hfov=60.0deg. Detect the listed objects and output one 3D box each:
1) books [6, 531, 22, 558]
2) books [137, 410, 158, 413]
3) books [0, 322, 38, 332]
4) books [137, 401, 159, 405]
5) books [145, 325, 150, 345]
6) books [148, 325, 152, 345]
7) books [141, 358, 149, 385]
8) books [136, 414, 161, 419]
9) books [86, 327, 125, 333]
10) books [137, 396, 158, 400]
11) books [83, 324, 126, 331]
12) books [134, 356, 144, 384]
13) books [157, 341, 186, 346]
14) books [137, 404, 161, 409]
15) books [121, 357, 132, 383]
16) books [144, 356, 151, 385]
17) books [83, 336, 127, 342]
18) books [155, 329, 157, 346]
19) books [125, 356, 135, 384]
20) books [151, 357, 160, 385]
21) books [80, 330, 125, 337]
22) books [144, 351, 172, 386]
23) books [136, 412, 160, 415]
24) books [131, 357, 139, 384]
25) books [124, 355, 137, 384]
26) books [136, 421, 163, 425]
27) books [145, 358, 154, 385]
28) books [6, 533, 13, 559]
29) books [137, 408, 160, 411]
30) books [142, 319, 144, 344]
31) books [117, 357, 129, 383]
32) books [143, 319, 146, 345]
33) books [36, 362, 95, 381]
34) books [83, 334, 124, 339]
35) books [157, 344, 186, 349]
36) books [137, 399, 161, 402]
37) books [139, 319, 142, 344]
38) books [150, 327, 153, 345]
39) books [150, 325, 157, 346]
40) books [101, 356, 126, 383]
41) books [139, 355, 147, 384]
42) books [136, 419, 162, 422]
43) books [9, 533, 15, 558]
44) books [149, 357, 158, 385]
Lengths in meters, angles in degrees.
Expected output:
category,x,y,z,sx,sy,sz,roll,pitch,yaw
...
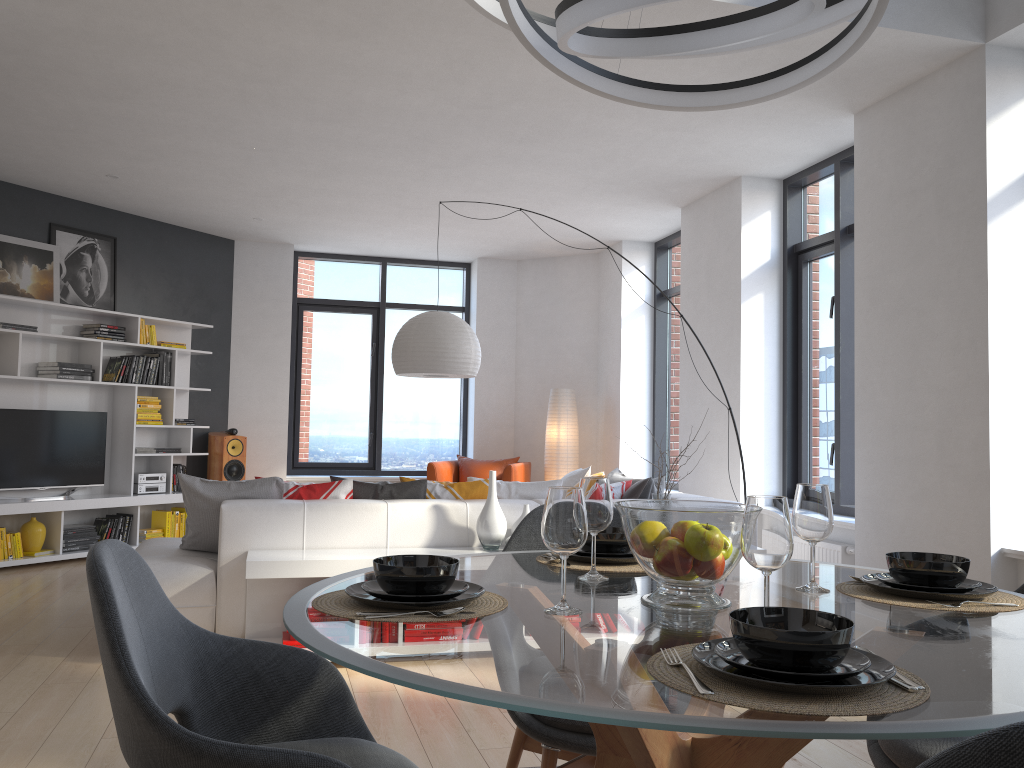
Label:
category,x,y,z,sx,sy,sz,roll,pitch,yaw
books,-3.783,1.217,6.726,0.148,0.193,0.067,-1,-4,31
books,-3.289,0.243,7.886,0.145,0.023,0.217,-1,-4,34
books,-3.884,-0.431,6.852,0.250,0.047,0.310,0,-4,25
books,-3.294,0.171,7.912,0.227,0.022,0.160,4,-4,-44
books,-3.260,-0.430,7.830,0.132,0.180,0.054,-1,-4,30
books,-3.244,-0.429,7.844,0.128,0.178,0.044,-1,-4,30
books,-3.280,-0.110,7.814,0.172,0.242,0.069,-1,-4,31
books,-3.289,0.290,7.896,0.189,0.042,0.243,-1,-4,30
books,-3.472,-0.454,7.569,0.180,0.026,0.246,-1,-4,32
books,-3.311,0.124,7.923,0.163,0.023,0.223,-1,-4,34
books,-3.482,-0.480,7.574,0.209,0.030,0.266,0,-3,23
books,-3.332,-0.118,7.780,0.191,0.249,0.084,-1,-4,30
books,-3.154,-0.363,8.102,0.203,0.024,0.257,-1,-4,33
books,-3.290,0.199,7.915,0.176,0.033,0.239,-1,-4,33
books,-3.382,-0.117,7.668,0.169,0.233,0.081,-1,-4,29
books,-3.291,-0.116,7.847,0.192,0.254,0.075,-1,-4,29
books,-3.479,-0.375,7.562,0.214,0.030,0.284,-1,-4,33
books,-3.221,-0.428,7.906,0.142,0.184,0.044,-1,-4,31
books,-3.354,-0.118,7.692,0.172,0.242,0.069,-1,-4,31
books,-3.242,-0.113,7.932,0.197,0.260,0.066,-1,-4,30
books,-3.497,-0.425,7.578,0.214,0.030,0.284,-1,-4,33
books,-3.217,-0.132,8.031,0.259,0.321,0.128,-1,-4,30
books,-3.302,0.261,7.903,0.189,0.014,0.251,-1,-4,33
books,-3.346,-0.116,7.745,0.179,0.243,0.068,-1,-4,29
books,-3.365,-0.124,7.725,0.192,0.254,0.075,-1,-4,29
books,-3.278,0.349,7.888,0.194,0.028,0.257,-1,-4,35
books,-3.267,-0.110,7.863,0.179,0.243,0.071,-1,-4,29
books,-3.819,1.215,6.671,0.138,0.188,0.056,-1,-4,30
books,-3.297,0.224,7.906,0.171,0.019,0.239,-1,-4,30
books,-3.302,-0.456,7.785,0.163,0.224,0.041,-1,-4,28
books,-3.410,-0.118,7.648,0.187,0.234,0.096,-1,-4,30
books,-3.295,-0.454,7.815,0.164,0.224,0.054,-1,-4,29
books,-3.659,-0.097,7.273,0.277,0.137,0.343,0,-4,25
books,-3.482,-0.400,7.564,0.189,0.020,0.264,-1,-4,28
books,-3.146,-0.337,8.099,0.194,0.028,0.257,-1,-4,35
books,-3.287,0.148,7.919,0.163,0.023,0.223,-1,-4,34
books,-3.297,-0.460,7.756,0.161,0.229,0.041,-1,-4,29
books,-3.225,-0.418,7.853,0.108,0.161,0.046,-1,-4,29
books,-3.226,-0.429,7.882,0.141,0.184,0.064,-1,-4,31
books,-3.423,-0.121,7.616,0.182,0.234,0.104,-1,-4,30
books,-3.315,-0.121,7.810,0.197,0.260,0.066,-1,-4,30
books,-3.286,0.323,7.891,0.203,0.024,0.257,-1,-4,33
books,-3.802,1.217,6.686,0.134,0.187,0.046,-1,-4,30
books,-3.258,-0.110,7.902,0.191,0.249,0.084,-1,-4,30
